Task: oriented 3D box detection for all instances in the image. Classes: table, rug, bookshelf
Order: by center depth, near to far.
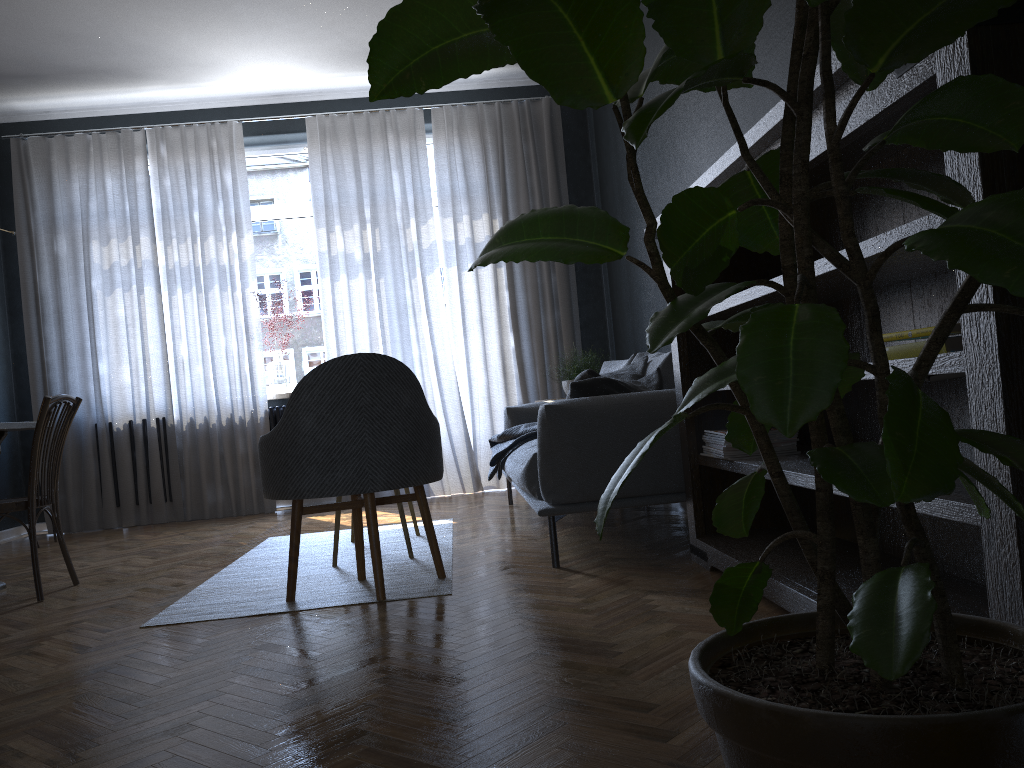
[{"bbox_3d":[0.809,-0.012,2.184,0.451,1.172,1.919,-5,-1,-4],"label":"bookshelf"},{"bbox_3d":[-2.599,0.561,3.281,1.126,0.727,1.605,-5,-1,-4],"label":"table"},{"bbox_3d":[-0.758,0.764,3.859,1.003,0.013,2.012,-5,-1,-4],"label":"rug"},{"bbox_3d":[-0.622,0.480,4.007,0.339,0.550,0.788,-5,-1,-4],"label":"table"}]

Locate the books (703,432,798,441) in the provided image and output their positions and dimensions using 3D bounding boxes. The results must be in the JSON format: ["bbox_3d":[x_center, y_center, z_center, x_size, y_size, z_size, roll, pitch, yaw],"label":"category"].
[{"bbox_3d":[0.742,0.160,2.790,0.218,0.008,0.304,-5,-1,0],"label":"books"}]

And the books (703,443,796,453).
[{"bbox_3d":[0.741,0.196,2.799,0.218,0.013,0.305,-5,-1,1],"label":"books"}]

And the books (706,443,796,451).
[{"bbox_3d":[0.747,0.191,2.798,0.218,0.008,0.288,-5,-1,2],"label":"books"}]

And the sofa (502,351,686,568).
[{"bbox_3d":[0.446,0.258,4.290,0.970,0.798,2.341,-5,-1,-4],"label":"sofa"}]

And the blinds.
[{"bbox_3d":[-1.433,-0.521,6.351,3.992,2.788,0.312,-5,0,-4],"label":"blinds"}]

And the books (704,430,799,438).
[{"bbox_3d":[0.746,0.152,2.790,0.218,0.008,0.304,-5,-1,1],"label":"books"}]

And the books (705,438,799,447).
[{"bbox_3d":[0.747,0.179,2.789,0.218,0.006,0.304,-5,-1,1],"label":"books"}]

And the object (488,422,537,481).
[{"bbox_3d":[0.107,0.327,4.845,0.490,0.329,0.666,-5,-1,1],"label":"object"}]

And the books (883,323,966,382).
[{"bbox_3d":[0.861,-0.063,1.830,0.174,0.113,0.197,-5,-1,-15],"label":"books"}]

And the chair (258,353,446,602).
[{"bbox_3d":[-0.518,0.314,3.083,0.644,0.811,0.495,-5,-1,-26],"label":"chair"}]

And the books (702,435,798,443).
[{"bbox_3d":[0.740,0.168,2.790,0.218,0.008,0.304,-5,-1,0],"label":"books"}]

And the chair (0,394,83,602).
[{"bbox_3d":[-2.039,0.469,3.660,0.467,0.820,0.363,-5,-1,-4],"label":"chair"}]

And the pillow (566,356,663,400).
[{"bbox_3d":[0.417,0.067,3.666,0.442,0.362,0.797,-6,-1,14],"label":"pillow"}]

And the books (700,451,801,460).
[{"bbox_3d":[0.744,0.219,2.797,0.218,0.008,0.304,-5,-1,-4],"label":"books"}]

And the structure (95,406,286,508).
[{"bbox_3d":[-2.035,0.496,6.361,1.846,0.600,0.216,-5,-1,-4],"label":"structure"}]

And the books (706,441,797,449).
[{"bbox_3d":[0.747,0.185,2.798,0.218,0.008,0.288,-5,-1,2],"label":"books"}]

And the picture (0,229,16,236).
[{"bbox_3d":[-3.364,-0.776,4.109,0.058,0.771,4.458,-5,-1,-4],"label":"picture"}]

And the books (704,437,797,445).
[{"bbox_3d":[0.743,0.175,2.793,0.218,0.008,0.288,-5,-1,0],"label":"books"}]

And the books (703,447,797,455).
[{"bbox_3d":[0.743,0.204,2.797,0.218,0.008,0.304,-5,-1,1],"label":"books"}]

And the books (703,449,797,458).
[{"bbox_3d":[0.743,0.212,2.799,0.218,0.007,0.305,-5,-1,1],"label":"books"}]

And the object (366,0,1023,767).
[{"bbox_3d":[0.429,-0.364,0.896,1.118,1.898,0.764,-5,-1,-10],"label":"object"}]

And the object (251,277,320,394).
[{"bbox_3d":[-1.672,-0.339,6.423,0.514,0.809,0.599,-5,-1,-30],"label":"object"}]

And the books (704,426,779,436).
[{"bbox_3d":[0.744,0.144,2.789,0.218,0.013,0.305,-5,-1,1],"label":"books"}]
